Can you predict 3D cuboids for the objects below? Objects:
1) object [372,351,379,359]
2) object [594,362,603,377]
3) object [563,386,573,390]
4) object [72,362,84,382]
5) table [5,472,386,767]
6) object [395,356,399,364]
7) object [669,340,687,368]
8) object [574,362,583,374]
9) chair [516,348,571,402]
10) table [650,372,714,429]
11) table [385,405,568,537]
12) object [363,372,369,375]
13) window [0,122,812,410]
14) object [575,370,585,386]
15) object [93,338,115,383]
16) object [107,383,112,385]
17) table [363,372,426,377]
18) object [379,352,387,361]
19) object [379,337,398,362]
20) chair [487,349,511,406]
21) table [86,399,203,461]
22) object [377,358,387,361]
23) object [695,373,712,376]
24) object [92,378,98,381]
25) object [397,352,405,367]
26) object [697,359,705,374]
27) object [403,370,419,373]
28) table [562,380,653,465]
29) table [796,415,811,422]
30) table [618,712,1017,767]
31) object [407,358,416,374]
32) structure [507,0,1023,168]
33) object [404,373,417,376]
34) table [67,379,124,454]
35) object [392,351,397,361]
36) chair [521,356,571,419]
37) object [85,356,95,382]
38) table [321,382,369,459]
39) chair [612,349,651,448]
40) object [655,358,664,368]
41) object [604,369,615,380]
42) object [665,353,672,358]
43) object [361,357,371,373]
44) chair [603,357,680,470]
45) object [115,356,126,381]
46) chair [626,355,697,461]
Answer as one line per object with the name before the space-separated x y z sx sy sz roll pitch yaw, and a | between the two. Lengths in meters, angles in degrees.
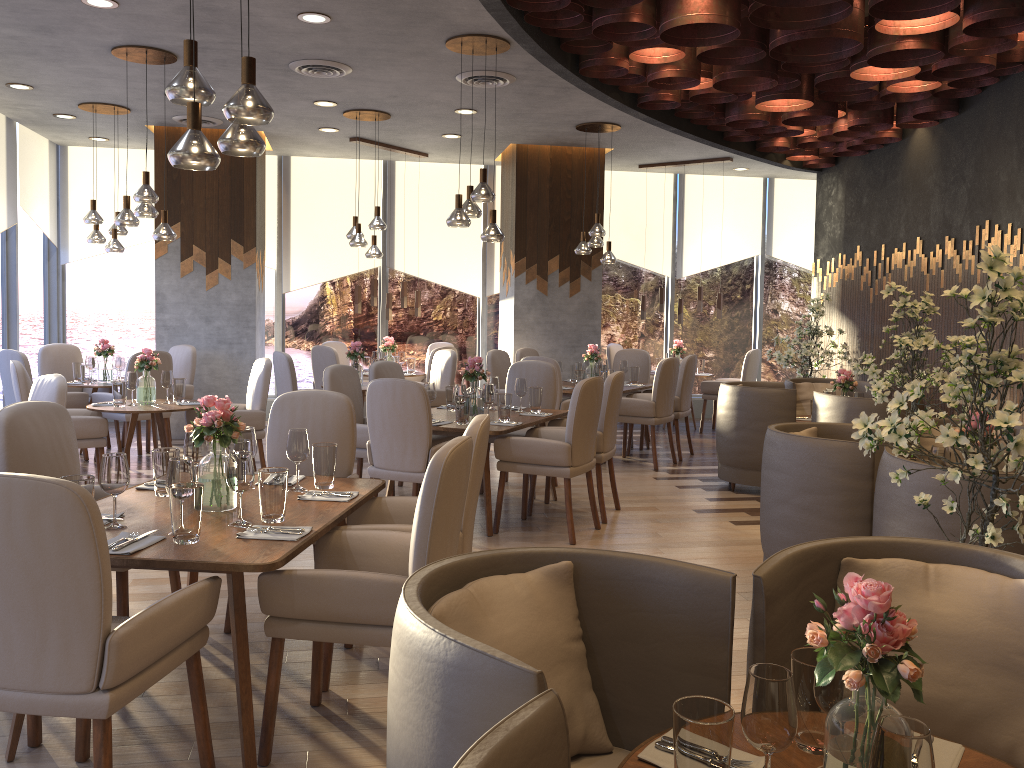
object | -1.544 -0.249 10.036 0.092 0.244 0.092 -1 4 -33
object | 0.825 -0.082 8.465 0.092 0.244 0.092 0 3 -14
object | 0.475 0.034 8.359 0.157 0.019 0.255 4 6 34
object | -4.054 -0.111 8.287 0.102 0.178 0.102 1 3 1
table | -1.084 0.781 3.226 0.965 0.664 1.309 1 4 6
object | -1.364 -0.233 10.279 0.102 0.178 0.102 1 3 -4
object | 1.988 -0.324 10.608 0.198 0.415 0.210 -1 4 -33
object | 0.632 -0.081 8.413 0.092 0.244 0.092 1 3 -8
chair | 0.360 0.128 9.328 0.600 0.998 0.529 3 4 33
table | 2.019 0.203 10.758 0.834 0.661 0.835 0 4 -19
table | -0.256 0.550 6.142 0.965 0.664 1.309 3 5 23
object | -1.594 -0.118 9.807 0.157 0.019 0.255 4 6 34
window | -2.051 -1.154 8.044 8.067 3.193 16.139 4 6 35
object | 0.636 -0.039 8.306 0.102 0.178 0.102 -1 4 -29
object | -3.796 -0.222 8.254 0.198 0.415 0.210 3 4 27
object | -3.583 -0.006 8.083 0.255 0.019 0.157 4 6 36
table | -1.400 0.208 10.027 0.834 0.661 0.835 2 4 10
object | -1.437 -0.232 9.863 0.092 0.244 0.092 -1 4 -36
object | -1.391 -0.331 10.029 0.210 0.415 0.198 1 3 2
chair | 0.069 0.164 8.844 0.600 0.998 0.529 3 4 28
table | -2.668 0.481 6.521 0.835 0.661 0.834 4 5 39
object | -1.433 -0.191 9.755 0.102 0.178 0.102 -1 4 -30
object | 2.246 -0.117 10.554 0.255 0.019 0.157 4 5 28
object | -4.007 -0.044 8.450 0.255 0.019 0.157 4 6 34
object | -1.246 -0.239 9.977 0.092 0.244 0.092 3 4 39
object | 2.279 -0.210 10.713 0.102 0.178 0.102 -1 4 -26
object | -1.212 -0.146 10.219 0.157 0.019 0.255 5 6 40
table | 0.778 0.347 8.769 0.965 0.664 1.309 3 5 30
table | 2.620 0.574 7.040 0.834 0.561 0.835 0 4 -17
table | 0.570 1.006 1.477 0.834 0.561 0.835 3 5 29
object | -1.137 -0.204 9.980 0.102 0.178 0.102 0 3 -8
structure | 1.442 -2.001 4.297 2.756 0.556 9.469 3 5 19
object | -1.192 -0.113 9.827 0.255 0.019 0.157 4 6 36
table | -3.790 0.314 8.292 0.834 0.661 0.835 -1 4 -24
object | -1.370 -0.257 10.169 0.092 0.244 0.092 1 3 -2
chair | 0.369 0.237 8.029 0.528 0.998 0.600 3 4 33
object | -3.945 -0.142 8.290 0.092 0.244 0.092 1 3 -8
table | -1.380 0.346 8.386 0.834 0.661 0.835 -2 5 -36
chair | 1.190 0.130 9.465 0.528 0.998 0.600 3 4 28
object | 1.789 -0.220 10.745 0.102 0.178 0.102 4 4 38
object | 0.933 -0.048 8.473 0.102 0.178 0.102 0 4 -20
object | 1.898 -0.252 10.752 0.092 0.244 0.092 2 3 12
object | -1.653 -0.217 10.029 0.102 0.178 0.102 3 4 28
chair | 1.206 0.239 8.165 0.600 0.998 0.529 3 4 33
object | -3.638 -0.132 8.234 0.092 0.244 0.092 -1 4 -29
chair | 1.481 0.202 8.663 0.600 0.998 0.529 3 4 26
